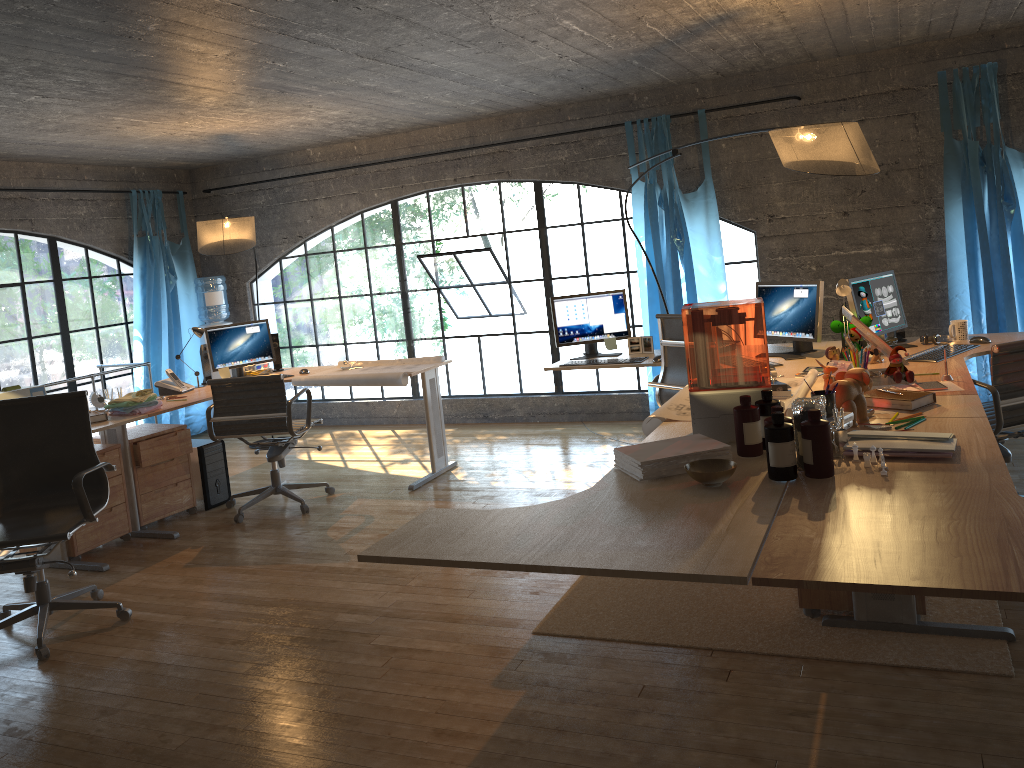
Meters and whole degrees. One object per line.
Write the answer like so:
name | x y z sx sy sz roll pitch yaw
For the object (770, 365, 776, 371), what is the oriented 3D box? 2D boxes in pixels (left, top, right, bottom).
object | 1.213 -0.073 4.232 0.101 0.034 0.059 -6 8 -1

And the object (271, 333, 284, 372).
object | -1.718 -0.231 6.424 0.084 0.276 0.085 -4 4 27

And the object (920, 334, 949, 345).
object | 2.173 -0.237 4.550 0.135 0.056 0.156 1 11 40

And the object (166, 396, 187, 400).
object | -2.094 0.087 5.515 0.126 0.009 0.012 -8 7 -13

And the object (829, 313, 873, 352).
object | 1.667 -0.232 4.333 0.247 0.219 0.115 -8 5 -16

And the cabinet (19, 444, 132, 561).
cabinet | -2.488 0.669 5.006 0.425 0.568 0.430 -4 6 22

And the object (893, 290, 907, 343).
object | 2.058 -0.364 4.722 0.084 0.276 0.085 -4 4 24

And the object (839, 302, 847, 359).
object | 1.654 -0.270 4.398 0.085 0.276 0.085 -7 4 -19

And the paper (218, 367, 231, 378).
paper | -1.981 -0.076 6.088 0.079 0.074 0.019 -11 6 -40

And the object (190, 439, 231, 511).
object | -2.100 0.586 5.771 0.479 0.408 0.202 -2 6 29

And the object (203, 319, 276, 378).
object | -1.909 -0.235 6.219 0.474 0.388 0.285 -12 8 -40

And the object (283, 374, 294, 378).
object | -1.728 -0.018 5.932 0.495 0.011 0.187 -14 12 -40

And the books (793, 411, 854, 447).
books | 1.004 0.144 2.872 0.178 0.069 0.232 -1 10 32

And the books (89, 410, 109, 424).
books | -2.402 0.186 4.948 0.261 0.053 0.292 -10 10 -24

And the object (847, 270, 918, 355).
object | 1.867 -0.367 4.517 0.474 0.388 0.285 -12 8 -40

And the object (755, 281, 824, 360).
object | 1.456 -0.346 4.659 0.287 0.388 0.471 -9 7 -25

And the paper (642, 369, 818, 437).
paper | 0.939 0.071 3.690 0.580 0.113 0.861 -2 10 24

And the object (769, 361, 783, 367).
object | 1.202 -0.115 4.578 0.187 0.011 0.494 -8 9 -10

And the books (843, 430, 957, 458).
books | 1.179 0.168 2.680 0.306 0.044 0.321 -1 10 29

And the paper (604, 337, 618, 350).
paper | 0.605 -0.245 5.403 0.077 0.074 0.018 -7 4 -6

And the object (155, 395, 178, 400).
object | -2.184 0.081 5.565 0.096 0.024 0.108 1 11 38

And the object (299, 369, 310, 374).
object | -1.437 -0.088 6.113 0.059 0.034 0.101 -10 9 -30

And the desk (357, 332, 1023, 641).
desk | 1.226 0.441 3.422 3.251 0.733 3.512 -2 9 24

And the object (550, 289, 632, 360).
object | 0.489 -0.365 5.434 0.470 0.388 0.288 -7 5 -5

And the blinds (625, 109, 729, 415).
blinds | 1.244 -0.837 6.513 0.666 2.282 0.260 -5 4 20

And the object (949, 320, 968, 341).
object | 2.310 -0.276 4.560 0.083 0.099 0.109 -2 8 35

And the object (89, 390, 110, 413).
object | -2.449 0.106 5.230 0.099 0.134 0.155 -9 7 -30

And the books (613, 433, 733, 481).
books | 0.492 0.222 2.729 0.310 0.057 0.223 -8 9 -15

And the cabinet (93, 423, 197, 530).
cabinet | -2.260 0.572 5.469 0.471 0.568 0.430 -3 6 32

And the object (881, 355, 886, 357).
object | 1.751 -0.134 4.323 0.158 0.011 0.011 -3 7 21

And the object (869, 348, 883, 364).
object | 1.699 -0.134 4.145 0.098 0.078 0.035 -8 5 -18

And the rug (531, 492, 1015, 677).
rug | 1.246 0.711 4.017 1.597 0.005 2.227 -2 10 24

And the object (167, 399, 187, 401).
object | -2.056 0.100 5.411 0.146 0.007 0.008 -3 7 17

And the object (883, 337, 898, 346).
object | 1.938 -0.224 4.685 0.204 0.036 0.207 -2 9 22

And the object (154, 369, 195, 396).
object | -2.218 -0.022 5.797 0.190 0.163 0.171 -5 6 9

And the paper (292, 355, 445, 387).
paper | -0.951 -0.073 5.886 0.849 0.113 0.589 -2 10 24

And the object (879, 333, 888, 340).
object | 1.915 -0.257 4.693 0.144 0.032 0.153 -1 10 29

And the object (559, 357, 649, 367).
object | 0.534 -0.131 5.126 0.489 0.011 0.189 -2 10 24

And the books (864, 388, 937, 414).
books | 1.375 0.053 3.246 0.261 0.053 0.292 -10 10 -24

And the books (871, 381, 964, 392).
books | 1.589 0.012 3.496 0.329 0.012 0.217 -4 9 11

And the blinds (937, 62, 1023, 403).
blinds | 3.206 -0.842 5.614 0.856 2.403 0.263 -3 4 33

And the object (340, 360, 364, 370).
object | -1.107 -0.137 6.106 0.159 0.064 0.054 -7 6 -9

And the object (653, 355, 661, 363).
object | 0.821 -0.142 4.935 0.059 0.034 0.102 -1 10 34

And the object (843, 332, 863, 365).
object | 1.610 -0.167 4.155 0.084 0.158 0.083 -5 5 14

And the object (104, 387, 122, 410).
object | -2.409 0.089 5.332 0.133 0.128 0.039 -4 4 20

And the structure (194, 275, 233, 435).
structure | -2.756 -0.276 8.311 0.326 1.466 0.330 -2 5 45

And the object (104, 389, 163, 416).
object | -2.183 0.101 5.095 0.255 0.129 0.255 -2 9 27

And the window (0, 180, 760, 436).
window | -1.900 -0.549 7.068 6.966 1.857 3.206 -8 8 -15

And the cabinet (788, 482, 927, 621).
cabinet | 1.289 0.536 3.305 0.425 0.568 0.431 -4 6 22

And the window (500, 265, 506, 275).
window | 1.385 -0.780 6.271 12.223 1.839 3.958 -6 8 3

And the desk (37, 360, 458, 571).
desk | -1.832 0.548 4.805 1.631 0.733 3.551 -2 9 25

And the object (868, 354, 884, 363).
object | 1.719 -0.127 4.245 0.131 0.026 0.133 -2 10 24

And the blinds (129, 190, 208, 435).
blinds | -3.079 -0.609 7.935 0.261 2.269 0.955 -5 4 21
